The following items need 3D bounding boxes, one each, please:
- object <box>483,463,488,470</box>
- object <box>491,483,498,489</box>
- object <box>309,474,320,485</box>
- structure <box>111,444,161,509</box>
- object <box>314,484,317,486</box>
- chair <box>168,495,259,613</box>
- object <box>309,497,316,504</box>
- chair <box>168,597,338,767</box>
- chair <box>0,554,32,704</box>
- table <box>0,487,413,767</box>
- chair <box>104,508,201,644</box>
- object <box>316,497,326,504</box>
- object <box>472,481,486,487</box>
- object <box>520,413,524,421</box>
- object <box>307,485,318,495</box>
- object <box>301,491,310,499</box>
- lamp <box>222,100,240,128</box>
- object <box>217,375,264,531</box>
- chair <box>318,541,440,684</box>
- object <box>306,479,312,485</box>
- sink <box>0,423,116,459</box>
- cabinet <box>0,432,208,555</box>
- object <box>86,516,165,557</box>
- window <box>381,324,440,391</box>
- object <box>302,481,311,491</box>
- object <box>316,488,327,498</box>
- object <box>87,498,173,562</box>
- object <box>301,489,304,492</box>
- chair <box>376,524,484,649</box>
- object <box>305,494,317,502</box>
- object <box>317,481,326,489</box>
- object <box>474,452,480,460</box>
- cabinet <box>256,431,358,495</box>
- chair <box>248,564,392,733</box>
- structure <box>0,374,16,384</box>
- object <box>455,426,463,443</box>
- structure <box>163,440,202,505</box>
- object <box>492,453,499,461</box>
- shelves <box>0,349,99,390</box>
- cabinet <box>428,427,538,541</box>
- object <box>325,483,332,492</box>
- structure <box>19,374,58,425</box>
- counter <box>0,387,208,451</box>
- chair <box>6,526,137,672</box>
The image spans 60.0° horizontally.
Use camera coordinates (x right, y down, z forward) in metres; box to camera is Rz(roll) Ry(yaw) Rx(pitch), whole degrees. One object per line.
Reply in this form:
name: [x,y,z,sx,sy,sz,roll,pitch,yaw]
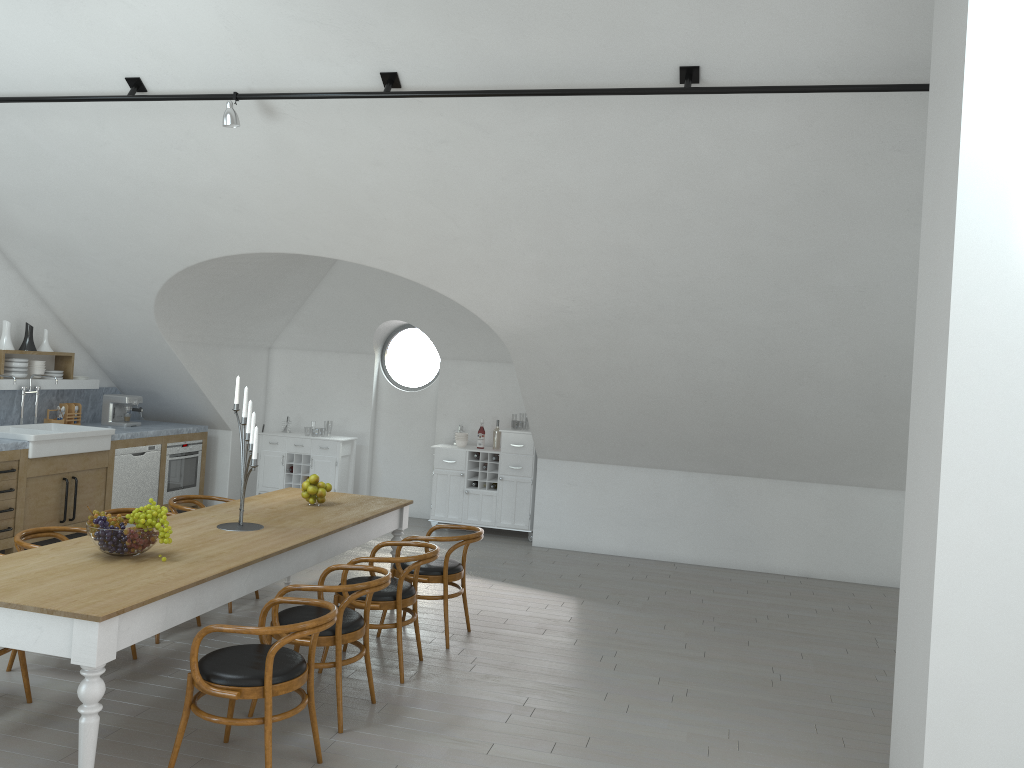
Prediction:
object: [-0.259,0.900,9.726,0.085,0.085,0.330,4,1,14]
object: [-0.175,1.104,9.689,0.081,0.081,0.358,4,1,12]
object: [-1.354,0.652,6.068,0.072,0.074,0.072,4,0,14]
structure: [-3.979,1.006,8.790,0.599,0.823,0.724,4,0,14]
object: [-1.355,0.700,6.107,0.053,0.051,0.053,4,0,-15]
chair: [-2.189,1.207,6.424,0.621,0.735,0.527,4,0,11]
object: [-1.359,0.794,6.034,0.050,0.050,0.051,4,0,18]
chair: [-1.087,1.326,3.850,0.622,0.735,0.527,4,0,17]
chair: [-2.727,1.212,4.316,0.621,0.735,0.527,4,0,14]
table: [-1.654,1.231,5.070,1.019,0.799,3.347,4,1,14]
chair: [-2.374,1.208,5.725,0.622,0.735,0.527,4,0,17]
object: [-1.310,0.789,6.085,0.063,0.063,0.064,4,0,25]
object: [-0.341,1.089,9.738,0.156,0.085,0.331,4,1,15]
object: [0.104,0.412,9.783,0.054,0.179,0.054,4,0,8]
object: [-1.351,0.718,6.002,0.071,0.064,0.072,4,0,7]
object: [-1.402,0.752,6.027,0.060,0.056,0.059,4,0,9]
lamp: [-1.845,-1.779,5.843,0.112,0.175,0.114,4,0,-23]
object: [-1.570,0.397,5.244,0.265,0.875,0.775,4,0,-12]
chair: [-0.759,1.321,5.267,0.621,0.735,0.527,4,0,9]
object: [-1.396,0.680,6.138,0.062,0.059,0.062,4,0,15]
sink: [-4.186,0.497,7.898,0.727,0.202,1.020,4,1,14]
cabinet: [-4.635,1.016,6.836,1.004,1.022,6.425,4,1,14]
object: [-1.877,0.754,4.306,0.360,0.159,0.360,4,1,-6]
window: [-1.166,-0.313,10.522,0.900,0.900,0.060,4,-1,14]
object: [-1.403,0.697,6.052,0.066,0.071,0.072,4,0,-17]
object: [-1.297,0.741,6.030,0.071,0.072,0.070,4,0,-21]
object: [-1.852,0.693,4.287,0.393,0.284,0.292,3,0,-22]
object: [-1.418,0.724,6.108,0.062,0.059,0.062,4,0,18]
chair: [-0.517,1.323,5.951,0.622,0.735,0.527,4,0,17]
object: [-1.383,0.777,6.097,0.080,0.074,0.078,4,0,-31]
object: [-1.303,0.695,6.062,0.058,0.057,0.053,4,0,29]
object: [-0.351,0.782,9.745,0.093,0.094,0.359,4,1,15]
cabinet: [-2.374,0.978,10.106,1.135,0.789,0.496,4,0,14]
chair: [-0.950,1.321,4.565,0.621,0.735,0.527,4,0,14]
structure: [-4.489,0.177,7.768,0.332,0.530,0.214,4,0,-5]
object: [-0.598,0.567,10.051,0.115,0.209,0.065,4,0,16]
structure: [-3.786,0.909,9.523,0.631,0.637,0.632,4,0,14]
object: [-0.152,0.801,9.686,0.088,0.085,0.360,4,1,14]
shelves: [-4.872,-0.620,6.492,0.480,1.362,5.548,4,1,8]
cabinet: [-0.264,1.053,9.773,1.243,1.154,0.609,4,0,14]
object: [-1.270,0.713,6.107,0.063,0.063,0.062,4,0,-24]
structure: [-4.371,0.176,8.242,0.332,0.530,0.214,4,0,-5]
counter: [-4.585,0.195,6.922,0.962,0.620,6.572,4,1,14]
chair: [-2.493,1.214,5.004,0.621,0.735,0.527,4,0,11]
